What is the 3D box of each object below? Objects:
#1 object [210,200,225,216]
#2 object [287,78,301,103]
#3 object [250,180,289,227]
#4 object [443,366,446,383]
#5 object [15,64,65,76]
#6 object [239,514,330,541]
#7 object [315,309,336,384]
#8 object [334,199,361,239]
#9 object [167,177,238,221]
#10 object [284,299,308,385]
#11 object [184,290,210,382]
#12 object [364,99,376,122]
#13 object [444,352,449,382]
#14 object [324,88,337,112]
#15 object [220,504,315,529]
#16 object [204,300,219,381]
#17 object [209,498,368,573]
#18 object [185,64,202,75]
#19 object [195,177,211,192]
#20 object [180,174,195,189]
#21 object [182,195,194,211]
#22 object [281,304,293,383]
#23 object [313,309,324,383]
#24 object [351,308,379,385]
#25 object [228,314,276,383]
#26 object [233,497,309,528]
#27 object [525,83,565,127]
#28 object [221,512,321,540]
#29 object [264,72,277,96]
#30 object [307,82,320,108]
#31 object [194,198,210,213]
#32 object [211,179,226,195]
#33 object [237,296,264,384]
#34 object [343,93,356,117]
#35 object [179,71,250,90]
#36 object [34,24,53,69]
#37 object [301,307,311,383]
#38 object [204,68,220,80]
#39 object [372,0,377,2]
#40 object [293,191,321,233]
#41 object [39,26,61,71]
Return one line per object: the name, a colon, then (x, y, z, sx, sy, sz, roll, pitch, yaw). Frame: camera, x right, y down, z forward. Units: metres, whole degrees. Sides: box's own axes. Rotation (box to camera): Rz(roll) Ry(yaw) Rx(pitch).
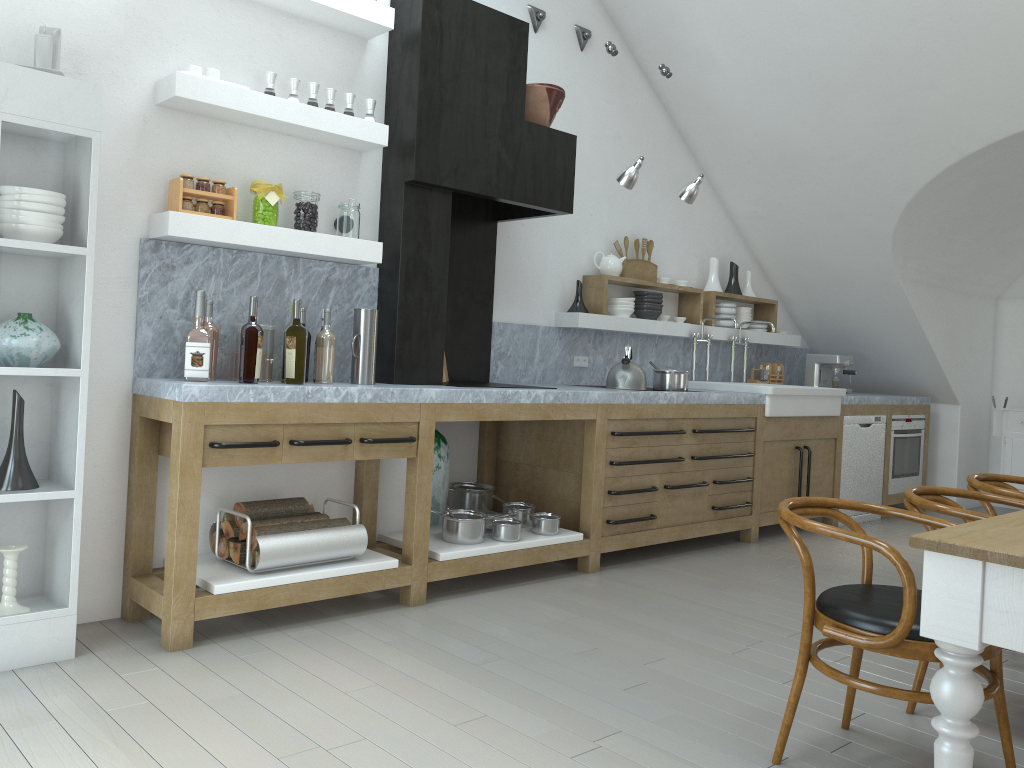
object: (-1.212, -0.718, 3.651, 0.058, 0.075, 0.058, 3, 1, -19)
object: (-0.947, -1.261, 3.846, 0.064, 0.124, 0.067, 3, 0, 41)
object: (-1.053, -0.764, 3.770, 0.128, 0.199, 0.163, 3, 1, 42)
object: (-0.399, -0.166, 4.642, 0.148, 0.336, 0.081, 3, 0, 38)
object: (-1.640, -1.058, 3.112, 0.150, 0.025, 0.295, 2, 2, -19)
object: (-0.940, 0.595, 3.678, 0.362, 0.086, 0.101, 1, 2, -45)
object: (-0.806, -0.160, 3.841, 0.085, 0.331, 0.085, 3, 0, -34)
object: (-0.751, -0.747, 4.054, 0.103, 0.178, 0.207, 3, 1, -20)
object: (-1.258, -0.743, 3.606, 0.237, 0.146, 0.120, 2, 1, -43)
object: (-0.889, -0.169, 3.645, 0.092, 0.359, 0.092, 3, 0, 1)
object: (-1.221, -0.185, 3.451, 0.088, 0.360, 0.085, 3, 0, -21)
object: (-0.658, -1.254, 4.099, 0.064, 0.124, 0.067, 3, 0, 41)
object: (-0.408, -0.219, 4.833, 0.148, 0.427, 0.078, 3, 0, -7)
object: (-0.814, -1.258, 3.967, 0.064, 0.124, 0.067, 3, 0, 41)
object: (-1.043, 0.573, 3.827, 0.422, 0.073, 0.071, 1, 2, -45)
object: (-1.226, -0.174, 3.570, 0.085, 0.331, 0.085, 3, 0, -34)
object: (-0.941, 0.629, 3.743, 0.527, 0.231, 0.429, 1, 2, -45)
object: (-1.275, -1.239, 3.554, 0.058, 0.061, 0.057, 2, 1, -43)
object: (-1.257, -0.805, 3.606, 0.058, 0.075, 0.058, 3, 1, -19)
object: (-1.307, -0.806, 3.561, 0.058, 0.075, 0.058, 3, 1, -19)
object: (-1.311, -0.720, 3.561, 0.058, 0.075, 0.058, 3, 1, -19)
object: (-0.925, -0.170, 3.759, 0.092, 0.339, 0.092, 3, 0, -25)
object: (-0.837, -0.167, 3.947, 0.081, 0.329, 0.081, 3, 0, -15)
object: (-0.679, -0.169, 4.009, 0.164, 0.339, 0.114, 3, 0, -39)
object: (-1.086, -0.153, 3.704, 0.184, 0.286, 0.184, 3, 1, -19)
object: (-1.002, 0.533, 3.696, 0.291, 0.102, 0.104, 1, 2, -45)
object: (0.106, -1.484, 4.851, 0.348, 0.236, 0.366, 2, 1, -25)
object: (-1.004, 0.602, 3.759, 0.434, 0.079, 0.115, 1, 2, -45)
object: (-1.029, -1.263, 3.771, 0.064, 0.124, 0.067, 3, 0, 41)
object: (-0.874, -1.259, 3.893, 0.064, 0.124, 0.067, 3, 0, 41)
object: (-1.261, -0.719, 3.606, 0.058, 0.075, 0.058, 3, 1, -19)
object: (-1.208, -0.804, 3.651, 0.058, 0.075, 0.058, 3, 1, -19)
object: (-1.033, -0.169, 3.509, 0.092, 0.359, 0.093, 3, 0, -8)
object: (-0.740, -1.256, 4.024, 0.064, 0.124, 0.067, 3, 0, 41)
object: (-1.221, -1.216, 3.603, 0.294, 0.025, 0.113, 1, 2, -43)
object: (-1.618, -1.146, 3.060, 0.054, 0.196, 0.054, 3, 0, -18)
object: (-0.925, -0.170, 3.886, 0.085, 0.331, 0.085, 3, 0, -34)
object: (-1.219, -1.243, 3.603, 0.054, 0.071, 0.054, 2, 1, -43)
object: (-0.635, -1.818, 4.029, 0.063, 0.187, 0.063, 3, 0, 16)
object: (-0.908, -0.754, 3.907, 0.120, 0.183, 0.120, 3, 1, -28)
object: (-1.649, -1.158, 3.162, 0.071, 0.211, 0.072, 3, 0, -19)
